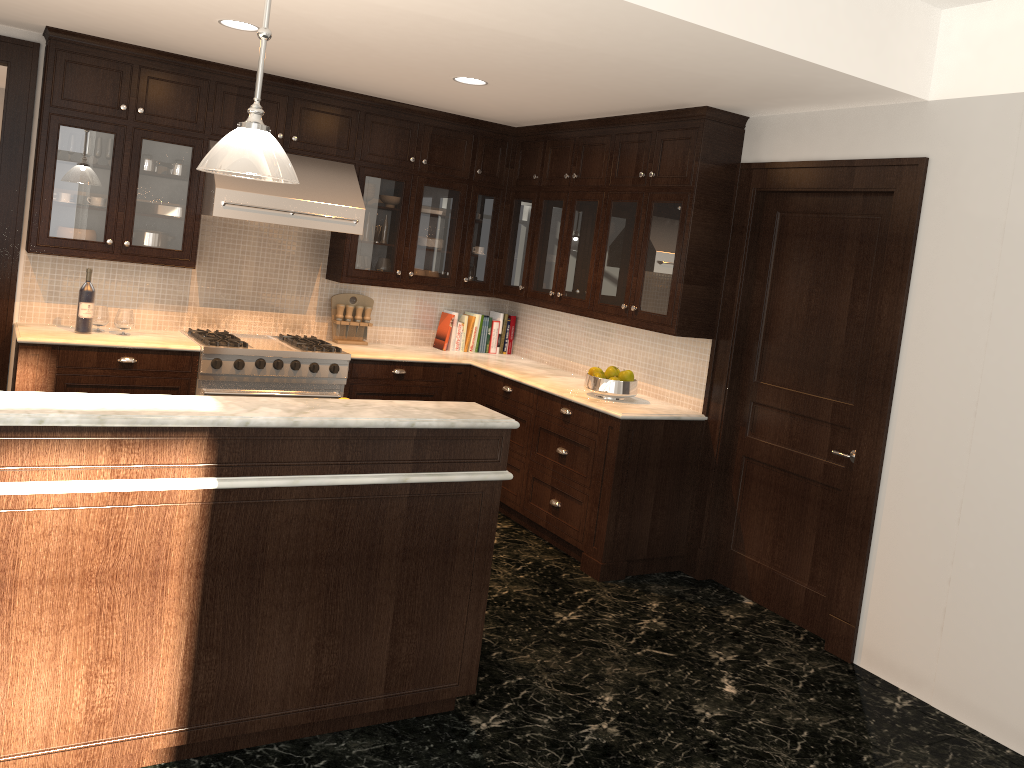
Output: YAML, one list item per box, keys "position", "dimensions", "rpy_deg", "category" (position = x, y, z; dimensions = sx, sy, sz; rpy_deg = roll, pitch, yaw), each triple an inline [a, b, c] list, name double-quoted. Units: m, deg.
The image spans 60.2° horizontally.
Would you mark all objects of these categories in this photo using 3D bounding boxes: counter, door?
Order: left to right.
- position: [-1.483, 0.181, 2.814]
  dimensions: [2.859, 0.032, 1.066]
  rpy_deg: [2, 10, -32]
  category: "counter"
- position: [-1.268, 0.069, 2.499]
  dimensions: [2.845, 0.032, 0.332]
  rpy_deg: [2, 10, -32]
  category: "counter"
- position: [-0.912, -0.079, 5.090]
  dimensions: [3.357, 0.032, 2.341]
  rpy_deg: [2, 10, -32]
  category: "counter"
- position: [1.476, 0.102, 4.547]
  dimensions: [0.108, 2.174, 0.872]
  rpy_deg: [5, 4, -32]
  category: "door"

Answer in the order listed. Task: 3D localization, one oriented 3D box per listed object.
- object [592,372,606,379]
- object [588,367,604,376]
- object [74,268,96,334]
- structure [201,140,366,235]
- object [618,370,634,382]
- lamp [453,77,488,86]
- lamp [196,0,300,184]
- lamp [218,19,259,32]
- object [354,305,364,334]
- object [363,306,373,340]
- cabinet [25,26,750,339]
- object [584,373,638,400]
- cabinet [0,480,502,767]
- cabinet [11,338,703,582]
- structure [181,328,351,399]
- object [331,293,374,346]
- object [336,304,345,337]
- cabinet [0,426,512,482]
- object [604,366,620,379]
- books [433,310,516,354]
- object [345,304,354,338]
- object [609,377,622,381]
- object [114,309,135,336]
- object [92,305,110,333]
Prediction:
- position: [0.508, -0.021, 5.149]
  dimensions: [0.100, 0.096, 0.092]
  rpy_deg: [6, 6, -14]
  category: "object"
- position: [0.494, -0.052, 5.221]
  dimensions: [0.091, 0.098, 0.093]
  rpy_deg: [10, 6, 25]
  category: "object"
- position: [-2.452, -0.480, 5.085]
  dimensions: [0.094, 0.376, 0.096]
  rpy_deg: [6, 3, -17]
  category: "object"
- position: [-1.460, -1.250, 5.599]
  dimensions: [0.928, 0.475, 0.646]
  rpy_deg: [3, 8, -32]
  category: "structure"
- position: [0.661, -0.035, 5.117]
  dimensions: [0.093, 0.098, 0.091]
  rpy_deg: [10, 6, 29]
  category: "object"
- position: [-0.223, -1.739, 4.880]
  dimensions: [0.198, 0.136, 0.199]
  rpy_deg: [8, 7, 3]
  category: "lamp"
- position: [-0.793, -1.048, 2.803]
  dimensions: [0.316, 0.779, 0.320]
  rpy_deg: [6, 4, -18]
  category: "lamp"
- position: [-1.296, -1.779, 4.221]
  dimensions: [0.199, 0.136, 0.198]
  rpy_deg: [10, 7, 23]
  category: "lamp"
- position: [-1.079, -0.439, 6.186]
  dimensions: [0.061, 0.225, 0.061]
  rpy_deg: [9, 4, 28]
  category: "object"
- position: [-1.024, -0.432, 6.221]
  dimensions: [0.061, 0.236, 0.061]
  rpy_deg: [9, 4, 22]
  category: "object"
- position: [-0.777, -1.138, 5.040]
  dimensions: [3.356, 1.248, 2.333]
  rpy_deg: [3, 8, -32]
  category: "cabinet"
- position: [0.580, 0.018, 5.190]
  dimensions: [0.317, 0.121, 0.322]
  rpy_deg: [1, 10, -38]
  category: "object"
- position: [-1.537, 0.616, 2.842]
  dimensions: [2.838, 0.908, 1.037]
  rpy_deg: [2, 8, -32]
  category: "cabinet"
- position: [-0.969, 0.372, 5.113]
  dimensions: [3.357, 0.875, 2.341]
  rpy_deg: [2, 9, -32]
  category: "cabinet"
- position: [-1.621, 0.124, 5.647]
  dimensions: [0.903, 0.833, 0.726]
  rpy_deg: [4, 6, -32]
  category: "structure"
- position: [-1.113, -0.455, 6.175]
  dimensions: [0.315, 0.347, 0.111]
  rpy_deg: [4, 5, -32]
  category: "object"
- position: [-1.197, -0.442, 6.113]
  dimensions: [0.061, 0.227, 0.061]
  rpy_deg: [10, 4, 40]
  category: "object"
- position: [-1.289, 0.159, 2.499]
  dimensions: [2.827, 0.152, 0.296]
  rpy_deg: [2, 9, -32]
  category: "cabinet"
- position: [0.589, -0.055, 5.167]
  dimensions: [0.096, 0.099, 0.091]
  rpy_deg: [11, 7, 35]
  category: "object"
- position: [-0.282, -0.403, 6.682]
  dimensions: [0.601, 0.310, 0.196]
  rpy_deg: [3, 6, -32]
  category: "books"
- position: [-1.141, -0.436, 6.148]
  dimensions: [0.061, 0.236, 0.061]
  rpy_deg: [9, 4, 28]
  category: "object"
- position: [0.594, 0.006, 5.099]
  dimensions: [0.091, 0.097, 0.093]
  rpy_deg: [7, 5, -2]
  category: "object"
- position: [-2.290, -0.364, 5.217]
  dimensions: [0.112, 0.150, 0.113]
  rpy_deg: [3, 6, -39]
  category: "object"
- position: [-2.443, -0.385, 5.225]
  dimensions: [0.112, 0.150, 0.113]
  rpy_deg: [3, 6, -39]
  category: "object"
